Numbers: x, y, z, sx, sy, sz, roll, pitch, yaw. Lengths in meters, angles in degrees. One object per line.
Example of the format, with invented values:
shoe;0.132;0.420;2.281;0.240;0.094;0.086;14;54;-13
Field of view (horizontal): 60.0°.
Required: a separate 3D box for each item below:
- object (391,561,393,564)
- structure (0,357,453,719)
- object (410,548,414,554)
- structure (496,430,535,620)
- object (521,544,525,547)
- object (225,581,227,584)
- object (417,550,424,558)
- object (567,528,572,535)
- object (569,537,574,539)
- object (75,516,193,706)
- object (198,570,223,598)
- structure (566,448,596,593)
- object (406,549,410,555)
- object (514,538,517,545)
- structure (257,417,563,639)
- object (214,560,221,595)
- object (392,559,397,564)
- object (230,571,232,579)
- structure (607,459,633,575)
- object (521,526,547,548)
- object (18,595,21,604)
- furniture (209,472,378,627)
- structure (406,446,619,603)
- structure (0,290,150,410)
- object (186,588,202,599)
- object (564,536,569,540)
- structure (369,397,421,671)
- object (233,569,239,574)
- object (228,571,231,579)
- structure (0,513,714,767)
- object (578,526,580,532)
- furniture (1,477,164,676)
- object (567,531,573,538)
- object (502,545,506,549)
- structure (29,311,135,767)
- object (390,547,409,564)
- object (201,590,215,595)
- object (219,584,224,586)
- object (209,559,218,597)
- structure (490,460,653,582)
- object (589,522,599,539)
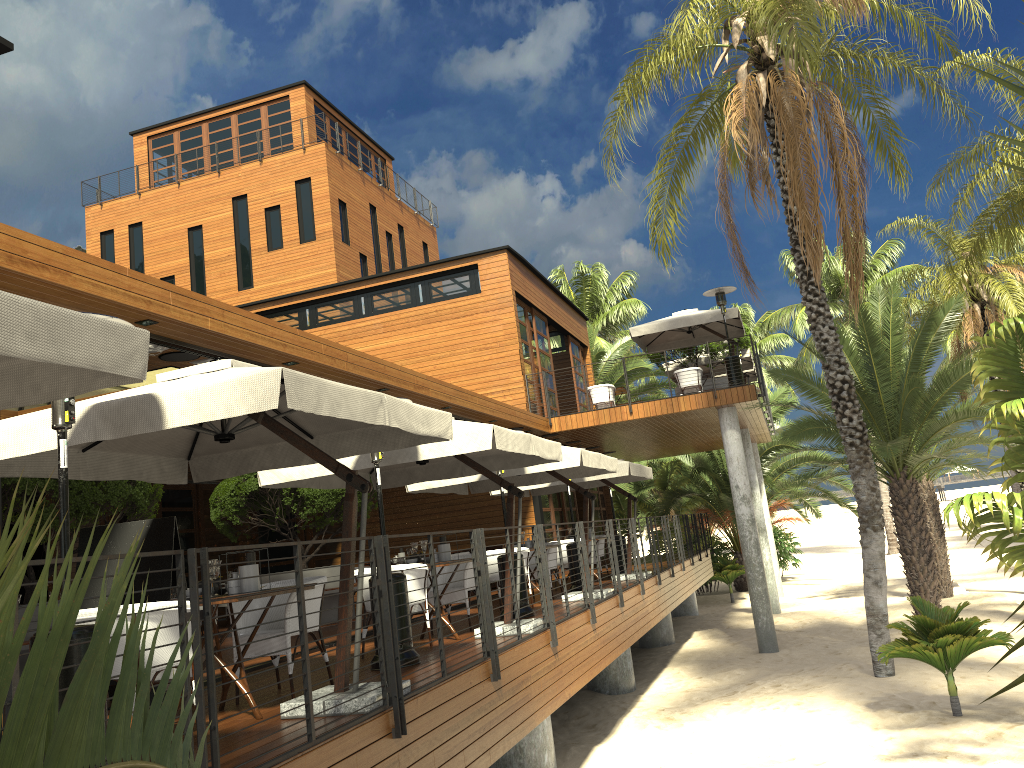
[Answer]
object;-2.146;3.168;15.713;0.080;0.042;0.080;-8;-10;6
structure;-1.863;0.964;5.853;2.411;2.341;2.407;-10;-11;16
object;-1.764;3.022;15.718;0.082;0.228;0.082;1;-14;-38
structure;-0.073;1.631;10.487;0.699;2.200;0.697;-8;-11;4
object;0.158;2.253;12.311;0.116;0.065;0.115;-10;-11;14
object;-5.273;3.669;16.414;0.086;0.086;0.086;-3;-11;-20
object;-1.641;3.044;15.776;0.163;0.179;0.167;-2;-12;-24
object;1.027;2.650;15.631;0.082;0.228;0.082;-11;-11;17
object;1.041;2.654;15.177;0.116;0.065;0.115;-7;-10;-2
object;-3.000;1.792;6.993;0.768;1.402;0.769;-7;-11;1
object;-2.011;1.309;5.819;0.168;0.179;0.162;-10;-11;14
structure;0.928;2.067;13.635;0.699;2.200;0.697;-8;-11;4
object;-1.877;3.110;16.132;0.082;0.228;0.081;-3;-12;-21
object;0.010;2.190;12.182;0.163;0.179;0.167;-11;-11;18
structure;-0.851;1.405;9.035;2.411;2.341;2.407;-10;-11;16
object;-2.019;1.325;6.053;0.082;0.228;0.082;-11;-11;17
object;-2.060;3.110;15.581;0.086;0.086;0.086;-11;-11;17
object;-5.248;3.611;16.527;0.082;0.228;0.081;-1;-13;-30
structure;1.931;2.503;16.790;0.699;2.200;0.697;-8;-11;4
object;0.289;2.098;12.106;0.263;0.265;0.262;-2;-12;-28
object;-6.115;2.728;10.975;0.082;0.228;0.082;-13;-12;25
furniture;-3.356;2.426;13.971;2.615;2.732;2.686;-9;-11;7
structure;0.161;1.845;12.218;2.411;2.341;2.407;-10;-11;16
structure;-2.875;0.524;2.671;2.411;2.341;2.407;-10;-11;16
object;-2.005;1.328;5.599;0.116;0.065;0.116;-11;-11;20
object;0.930;2.660;15.194;0.086;0.086;0.086;-10;-11;16
structure;-1.071;1.197;7.349;0.699;2.200;0.697;-8;-11;4
object;-5.006;3.541;16.393;0.263;0.265;0.262;-2;-12;-25
object;-5.141;3.526;16.124;0.082;0.228;0.082;1;-13;-35
structure;1.594;2.515;12.693;0.163;1.157;26.200;-10;-11;16
object;1.173;2.538;15.108;0.082;0.228;0.082;-11;-11;17
furniture;-4.975;1.762;9.105;2.570;2.732;2.709;-4;-11;-18
object;1.033;2.635;15.400;0.163;0.179;0.167;-11;-11;18
object;-0.093;2.214;11.976;0.086;0.086;0.086;-11;-11;21
structure;-2.090;0.753;4.146;0.699;2.200;0.697;-8;-11;4
object;-2.012;3.068;15.884;0.263;0.265;0.262;-2;-12;-27
object;-1.909;1.322;5.571;0.080;0.042;0.080;-9;-10;7
object;-5.338;3.671;16.202;0.170;0.025;0.293;-3;-11;-25
object;-1.873;1.212;5.530;0.082;0.228;0.082;-11;-11;17
structure;1.173;2.286;15.400;2.411;2.341;2.407;-10;-11;16
object;1.312;2.544;15.323;0.263;0.265;0.262;-2;-12;-28
